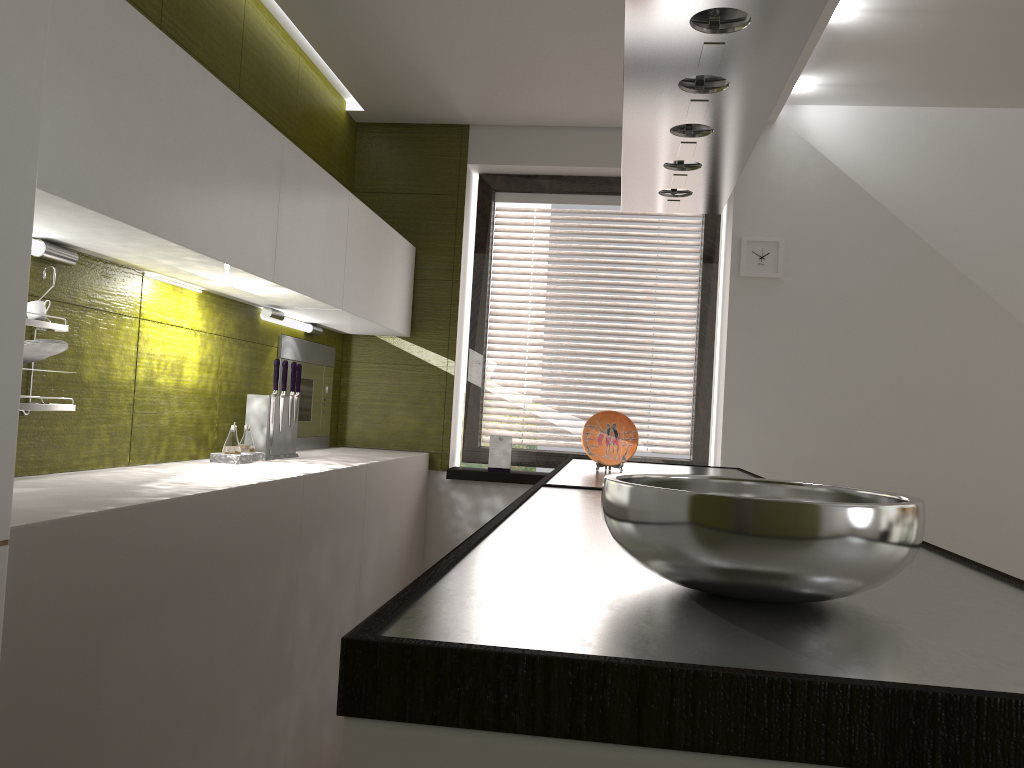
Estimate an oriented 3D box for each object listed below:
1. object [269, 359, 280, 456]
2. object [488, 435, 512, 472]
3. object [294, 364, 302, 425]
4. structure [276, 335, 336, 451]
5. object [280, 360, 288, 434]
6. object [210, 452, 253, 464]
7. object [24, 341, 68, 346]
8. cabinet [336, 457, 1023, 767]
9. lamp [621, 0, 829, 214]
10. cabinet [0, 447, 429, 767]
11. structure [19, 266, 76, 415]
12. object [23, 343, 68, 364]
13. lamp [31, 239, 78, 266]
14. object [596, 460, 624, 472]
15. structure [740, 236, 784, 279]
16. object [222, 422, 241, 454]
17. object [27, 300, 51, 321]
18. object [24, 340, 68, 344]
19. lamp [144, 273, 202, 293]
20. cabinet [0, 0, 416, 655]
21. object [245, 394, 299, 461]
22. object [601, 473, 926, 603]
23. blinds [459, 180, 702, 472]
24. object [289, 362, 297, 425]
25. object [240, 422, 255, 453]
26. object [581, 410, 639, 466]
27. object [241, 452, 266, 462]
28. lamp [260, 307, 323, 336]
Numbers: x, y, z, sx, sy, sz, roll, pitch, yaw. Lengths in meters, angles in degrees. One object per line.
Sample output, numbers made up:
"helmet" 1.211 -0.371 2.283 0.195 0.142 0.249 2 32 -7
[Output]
"object" -0.830 0.080 3.079 0.013 0.339 0.046 3 -2 7
"object" -0.056 0.330 4.212 0.106 0.169 0.057 3 -2 1
"object" -0.801 0.040 3.298 0.013 0.231 0.040 3 -2 7
"structure" -0.880 0.053 3.811 0.015 0.469 0.663 3 -2 7
"object" -0.818 0.046 3.159 0.013 0.264 0.042 3 -2 7
"object" -0.900 0.238 2.843 0.107 0.032 0.107 3 -2 7
"object" -1.031 -0.067 1.861 0.173 0.052 0.181 3 -2 7
"cabinet" 0.351 0.816 2.013 0.663 1.134 2.947 3 -2 7
"lamp" 0.445 -0.937 2.108 0.326 0.683 1.677 3 -2 7
"cabinet" -0.827 0.797 2.766 0.465 1.086 2.940 3 -2 7
"structure" -1.056 -0.102 1.916 0.110 0.346 0.266 3 -2 7
"object" -1.031 -0.063 1.861 0.173 0.052 0.181 3 -2 7
"lamp" -1.101 -0.316 1.771 0.041 0.041 0.715 3 -2 7
"object" 0.313 0.211 2.843 0.088 0.131 0.072 3 -2 2
"structure" 1.117 -0.566 3.966 0.180 0.180 0.026 3 -2 7
"object" -0.896 0.184 2.845 0.059 0.121 0.059 5 -2 -37
"object" -1.057 -0.162 1.963 0.051 0.053 0.046 2 -2 38
"object" -1.032 -0.070 1.862 0.173 0.052 0.181 3 -2 7
"lamp" -1.009 -0.300 2.656 0.008 0.008 0.334 3 -2 7
"cabinet" -0.951 0.279 2.533 0.724 2.089 3.471 3 -2 7
"object" -0.861 0.155 3.188 0.107 0.227 0.293 3 -2 7
"object" 0.246 0.156 0.900 0.311 0.105 0.311 3 -2 20
"blinds" -1.981 -2.845 7.726 16.000 12.704 9.030 5 -3 -44
"object" -0.807 0.039 3.248 0.013 0.243 0.036 3 -2 7
"object" -0.892 0.189 2.983 0.059 0.121 0.059 4 -2 -26
"object" 0.314 0.174 2.845 0.184 0.178 0.055 3 -2 3
"object" -0.895 0.243 2.981 0.107 0.032 0.107 3 -2 19
"lamp" -0.863 -0.244 3.529 0.095 0.041 0.716 3 -2 7
